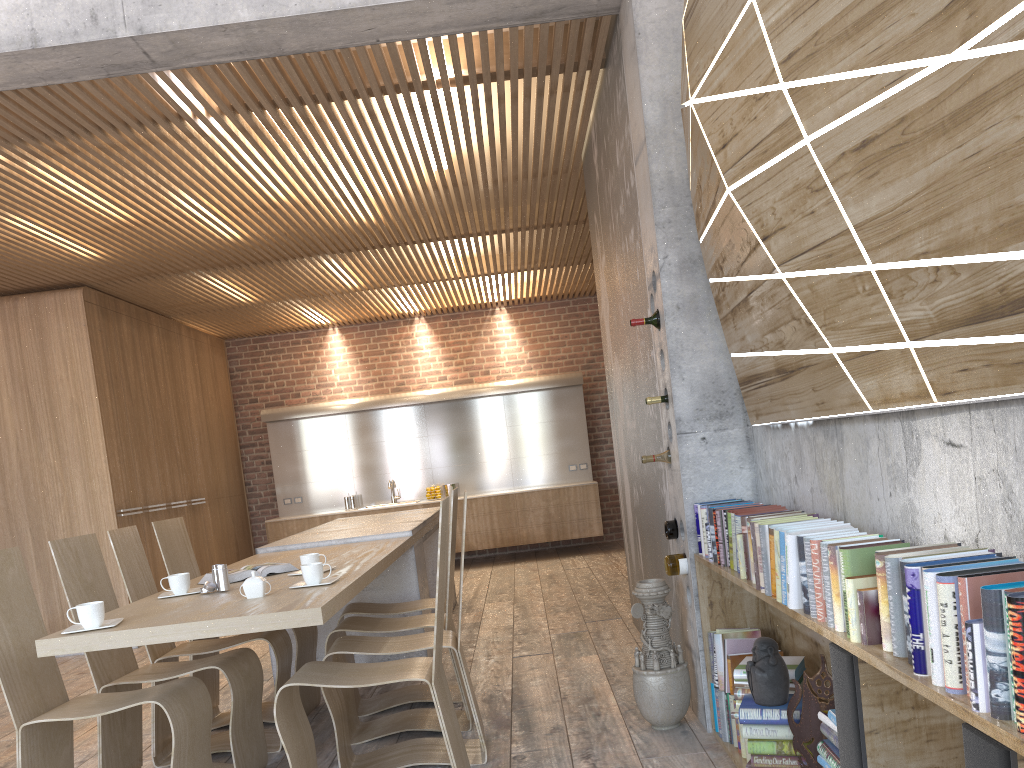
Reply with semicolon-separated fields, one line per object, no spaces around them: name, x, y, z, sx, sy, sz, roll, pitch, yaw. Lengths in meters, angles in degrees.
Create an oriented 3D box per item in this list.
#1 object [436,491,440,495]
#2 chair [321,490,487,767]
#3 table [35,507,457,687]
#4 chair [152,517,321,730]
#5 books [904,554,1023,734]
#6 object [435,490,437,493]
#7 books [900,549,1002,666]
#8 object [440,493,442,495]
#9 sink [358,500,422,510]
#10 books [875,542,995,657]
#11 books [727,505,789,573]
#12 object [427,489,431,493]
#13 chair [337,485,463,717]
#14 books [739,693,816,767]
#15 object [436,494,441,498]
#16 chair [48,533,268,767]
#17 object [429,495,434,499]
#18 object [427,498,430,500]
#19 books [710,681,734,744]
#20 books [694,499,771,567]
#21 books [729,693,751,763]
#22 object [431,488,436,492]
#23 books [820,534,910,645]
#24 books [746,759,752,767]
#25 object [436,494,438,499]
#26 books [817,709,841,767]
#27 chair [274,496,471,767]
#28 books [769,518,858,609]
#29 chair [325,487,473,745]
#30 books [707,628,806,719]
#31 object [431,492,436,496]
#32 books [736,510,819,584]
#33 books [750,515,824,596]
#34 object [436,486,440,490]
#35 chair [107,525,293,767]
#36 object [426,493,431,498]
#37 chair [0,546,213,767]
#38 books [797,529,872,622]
object;-0.916;1.343;10.866;0.061;0.054;0.053;-7;0;-8
chair;-0.491;1.112;3.929;0.721;1.202;0.346;-7;3;-4
table;-1.089;1.457;5.643;1.011;0.922;5.189;-7;-4;0
chair;-1.521;1.314;4.954;0.723;1.202;0.345;-7;3;6
books;0.879;0.439;1.504;0.215;0.220;0.490;-7;-3;0
object;-0.942;1.330;10.911;0.055;0.051;0.061;-7;-1;30
books;0.900;0.461;1.792;0.189;0.222;0.054;-7;4;1
object;-0.909;1.376;10.932;0.062;0.053;0.052;-6;0;-18
sink;-1.508;1.600;10.959;0.729;0.192;0.523;-7;-3;0
books;0.908;0.469;1.897;0.204;0.222;0.154;-7;1;0
books;0.902;0.567;3.209;0.189;0.229;0.199;-7;0;0
object;-1.025;1.331;10.858;0.053;0.052;0.062;-6;-1;-42
chair;-0.625;1.208;4.941;0.721;1.202;0.347;-7;3;-5
books;0.921;1.188;2.999;0.247;0.212;0.188;-7;0;22
object;-0.906;1.391;10.844;0.062;0.052;0.053;-6;0;-15
chair;-1.550;1.238;3.945;0.723;1.202;0.345;-7;3;6
object;-0.992;1.401;10.848;0.051;0.053;0.063;-7;-1;43
object;-1.023;1.407;10.897;0.073;0.063;0.064;-6;-1;-34
books;0.977;1.390;3.769;0.204;0.221;0.273;-7;-1;0
books;0.892;0.598;3.564;0.215;0.220;0.490;-7;-3;0
books;1.002;1.347;3.385;0.242;0.238;0.494;-7;-3;0
object;-0.970;1.311;10.843;0.063;0.053;0.052;-6;-1;-42
books;0.863;0.493;2.115;0.170;0.221;0.276;-7;-1;1
books;0.948;1.364;3.021;0.246;0.151;0.263;-5;-3;-44
object;-0.929;1.400;10.898;0.061;0.056;0.050;-7;0;-9
books;0.971;1.013;2.419;0.218;0.325;0.250;-7;1;3
chair;-0.542;1.078;3.425;0.722;1.202;0.346;-7;3;1
books;0.864;0.517;2.529;0.189;0.229;0.249;-7;-1;0
chair;-0.569;1.161;4.436;0.722;1.202;0.346;-7;3;1
books;0.973;1.145;3.474;0.301;0.262;0.715;-7;-3;5
object;-0.967;1.362;10.842;0.061;0.055;0.051;-7;0;15
books;0.892;0.550;2.963;0.209;0.221;0.278;-7;-1;-1
books;0.865;0.534;2.747;0.189;0.222;0.155;-7;1;0
object;-0.918;1.295;10.882;0.051;0.060;0.058;-6;0;35
chair;-1.531;1.276;4.450;0.721;1.202;0.346;-7;3;-2
object;-1.035;1.377;10.840;0.061;0.054;0.052;-7;0;12
chair;-1.616;1.206;3.441;0.723;1.202;0.346;-7;3;4
books;0.862;0.509;2.331;0.154;0.222;0.155;-7;1;0
